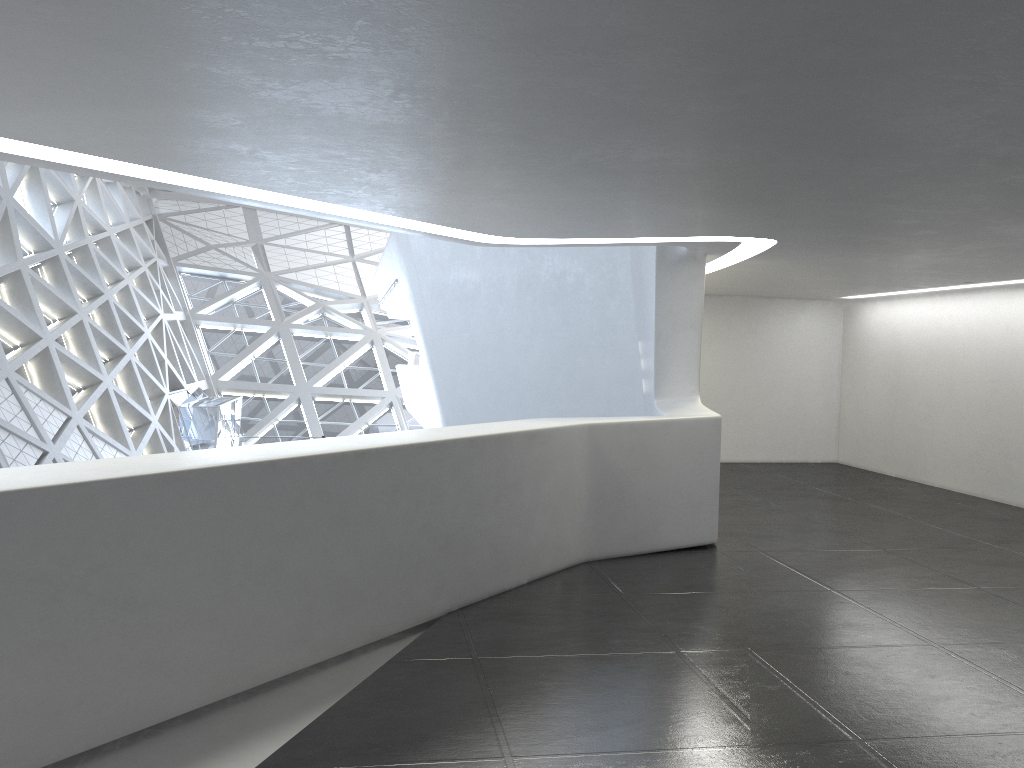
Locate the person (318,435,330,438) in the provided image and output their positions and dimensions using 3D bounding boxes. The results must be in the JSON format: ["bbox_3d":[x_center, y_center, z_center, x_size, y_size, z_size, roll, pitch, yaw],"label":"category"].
[{"bbox_3d":[-8.806,3.184,40.807,0.710,1.613,0.001,2,2,16],"label":"person"}]
